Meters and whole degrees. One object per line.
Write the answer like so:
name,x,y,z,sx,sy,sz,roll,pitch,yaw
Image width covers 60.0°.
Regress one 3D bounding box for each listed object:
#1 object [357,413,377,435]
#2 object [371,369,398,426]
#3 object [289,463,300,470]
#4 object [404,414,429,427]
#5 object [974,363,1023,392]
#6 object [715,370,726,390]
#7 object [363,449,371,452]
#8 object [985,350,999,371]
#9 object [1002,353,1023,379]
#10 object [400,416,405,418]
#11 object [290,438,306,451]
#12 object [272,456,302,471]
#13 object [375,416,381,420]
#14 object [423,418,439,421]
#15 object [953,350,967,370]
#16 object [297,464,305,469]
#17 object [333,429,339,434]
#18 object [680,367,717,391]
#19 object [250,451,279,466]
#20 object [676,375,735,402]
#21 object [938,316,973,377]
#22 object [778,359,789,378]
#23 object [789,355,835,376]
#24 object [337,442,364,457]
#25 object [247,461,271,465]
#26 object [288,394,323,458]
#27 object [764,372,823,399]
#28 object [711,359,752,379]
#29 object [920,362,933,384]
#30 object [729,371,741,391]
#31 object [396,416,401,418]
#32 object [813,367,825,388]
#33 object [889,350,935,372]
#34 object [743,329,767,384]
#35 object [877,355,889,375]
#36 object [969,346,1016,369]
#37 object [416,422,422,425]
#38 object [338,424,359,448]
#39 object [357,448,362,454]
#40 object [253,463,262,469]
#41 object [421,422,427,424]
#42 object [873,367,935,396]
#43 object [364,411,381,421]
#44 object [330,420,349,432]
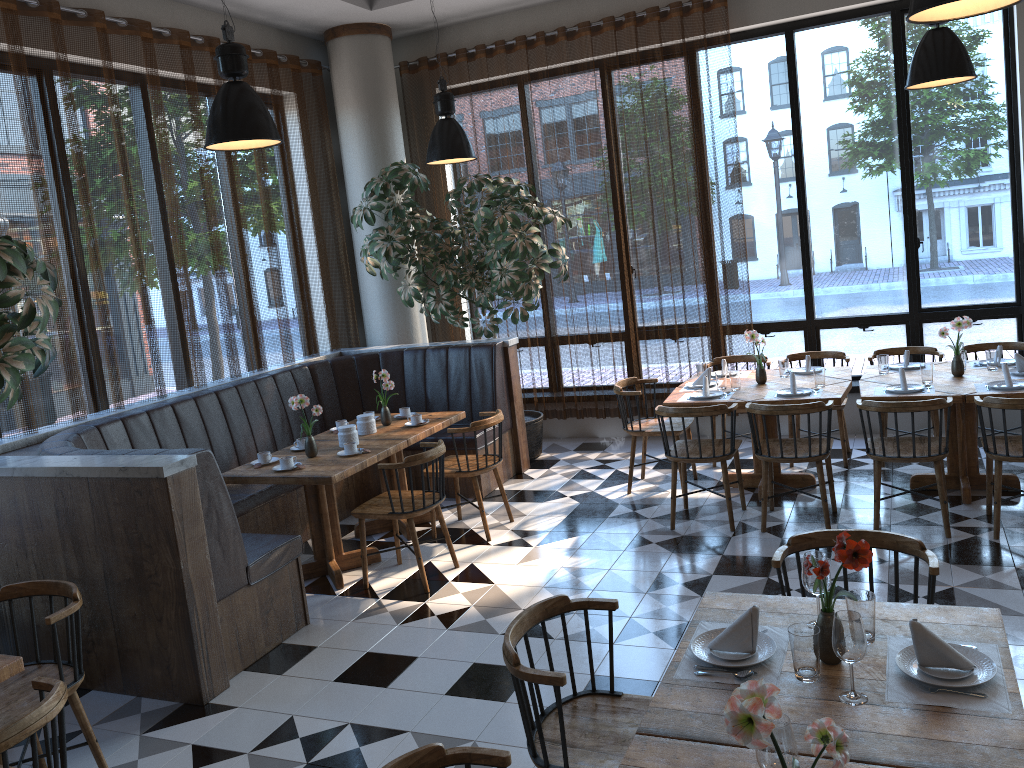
object,-1.011,0.279,6.150,0.130,0.128,0.130,-10,9,-21
object,-0.907,0.096,6.358,0.206,0.398,0.147,-2,8,30
object,-1.305,0.498,5.312,0.034,0.012,0.156,-5,9,7
object,-0.674,0.255,6.253,0.175,0.066,0.177,-5,9,7
object,2.976,-0.049,5.324,0.351,0.136,0.273,-3,10,24
object,1.477,-0.025,6.254,0.080,0.131,0.080,-5,7,9
object,-0.909,0.416,5.547,0.049,0.025,0.053,-8,9,-7
object,3.176,-0.155,5.859,0.080,0.131,0.080,-5,7,9
object,3.282,-0.134,5.633,0.271,0.136,0.354,-3,10,24
object,-0.803,0.245,6.529,0.052,0.023,0.050,-9,9,-14
object,-1.384,0.397,5.873,0.175,0.066,0.177,0,11,34
object,-1.359,0.478,5.347,0.175,0.066,0.177,-4,9,16
object,-0.995,0.254,6.594,0.051,0.023,0.052,-14,12,-42
object,-0.571,0.250,6.341,0.156,0.023,0.034,-14,11,-40
object,3.022,-0.156,5.970,0.080,0.131,0.080,-5,7,9
object,-1.265,0.495,5.311,0.049,0.025,0.053,-5,9,13
object,-1.240,0.338,6.271,0.053,0.025,0.049,-6,9,2
object,1.386,-0.052,6.474,0.271,0.136,0.354,-3,10,24
object,-1.555,0.466,5.565,0.176,0.066,0.176,-10,9,-20
object,1.324,0.020,6.069,0.351,0.136,0.273,-3,10,24
object,2.890,-0.243,5.763,0.206,0.398,0.147,-2,8,29
object,1.979,-0.113,6.448,0.080,0.131,0.080,-5,7,9
object,2.189,-0.156,6.546,0.351,0.136,0.273,-3,10,24
object,-1.011,0.406,5.549,0.176,0.066,0.176,-12,10,-30
object,-1.579,0.498,5.510,0.156,0.012,0.034,-7,9,-4
object,-1.287,0.262,5.598,0.207,0.398,0.147,-8,7,-8
object,1.849,-0.002,5.832,0.351,0.136,0.273,-3,10,24
object,1.634,-0.132,6.797,0.351,0.136,0.273,-3,10,24
object,2.660,-0.067,5.678,0.080,0.131,0.080,-5,7,9
object,1.556,-0.021,6.176,0.080,0.131,0.080,-5,7,9
object,-0.834,0.244,6.543,0.052,0.023,0.050,-9,9,-14
object,2.065,-0.042,5.947,0.080,0.131,0.080,-5,7,9
object,2.794,-0.181,6.273,0.351,0.136,0.273,-3,10,24
object,1.735,-0.198,6.302,0.146,0.398,0.208,-4,8,23
object,2.575,-0.132,6.144,0.080,0.131,0.080,-5,7,9
object,3.316,-0.203,6.038,0.351,0.136,0.273,-3,10,24
object,-0.650,0.280,6.191,0.050,0.023,0.052,-3,9,20
object,-1.075,0.340,5.813,0.130,0.128,0.130,-10,9,-21
object,-0.947,0.422,5.533,0.034,0.012,0.156,-9,9,-13
object,-1.572,0.504,5.471,0.053,0.025,0.049,-6,9,2
object,-0.621,0.276,6.208,0.050,0.023,0.052,-3,9,20
object,2.454,-0.027,5.559,0.351,0.136,0.273,-3,10,24
object,-1.063,0.243,6.603,0.175,0.066,0.177,0,11,38
object,-1.223,0.299,6.365,0.176,0.066,0.176,-10,9,-20
